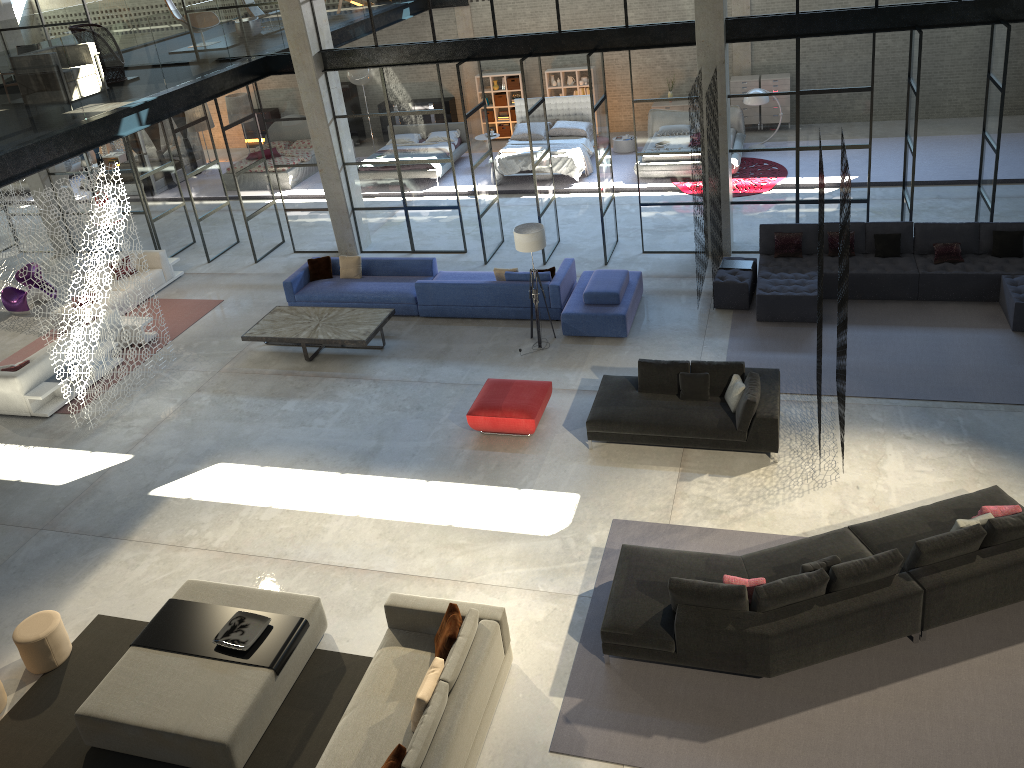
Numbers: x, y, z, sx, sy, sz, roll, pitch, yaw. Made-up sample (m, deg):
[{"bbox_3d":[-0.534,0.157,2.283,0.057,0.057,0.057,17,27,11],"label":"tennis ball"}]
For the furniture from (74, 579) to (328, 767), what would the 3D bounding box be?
[{"bbox_3d":[-2.577,2.423,7.478,1.448,0.379,1.623,2,30,17],"label":"furniture"}]

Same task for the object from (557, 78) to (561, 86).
[{"bbox_3d":[1.186,-7.655,22.232,0.102,0.193,0.103,17,35,43],"label":"object"}]

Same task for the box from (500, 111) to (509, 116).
[{"bbox_3d":[-0.199,-7.107,23.045,0.213,0.103,0.139,2,29,18],"label":"box"}]

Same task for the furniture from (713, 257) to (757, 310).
[{"bbox_3d":[3.342,-1.520,13.105,0.510,0.432,1.011,4,30,22],"label":"furniture"}]

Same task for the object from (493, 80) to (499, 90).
[{"bbox_3d":[-0.417,-7.709,22.660,0.154,0.235,0.163,-3,26,10],"label":"object"}]

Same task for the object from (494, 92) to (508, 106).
[{"bbox_3d":[-0.250,-7.421,22.848,0.324,0.282,0.342,2,28,18],"label":"object"}]

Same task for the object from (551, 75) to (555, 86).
[{"bbox_3d":[1.040,-7.718,22.314,0.096,0.249,0.098,-16,25,-18],"label":"object"}]

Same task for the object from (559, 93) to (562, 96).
[{"bbox_3d":[1.263,-7.290,22.352,0.100,0.192,0.103,9,30,33],"label":"object"}]

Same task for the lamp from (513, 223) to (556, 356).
[{"bbox_3d":[0.304,-1.308,12.176,0.429,1.654,0.705,-1,25,16],"label":"lamp"}]

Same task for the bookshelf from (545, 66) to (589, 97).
[{"bbox_3d":[1.565,-7.163,22.371,1.240,1.667,0.348,1,25,18],"label":"bookshelf"}]

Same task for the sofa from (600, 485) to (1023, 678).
[{"bbox_3d":[2.716,1.655,7.443,4.068,0.536,1.552,-8,28,-2],"label":"sofa"}]

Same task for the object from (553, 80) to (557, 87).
[{"bbox_3d":[1.079,-7.606,22.213,0.110,0.148,0.115,7,29,28],"label":"object"}]

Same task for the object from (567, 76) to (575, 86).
[{"bbox_3d":[1.486,-7.647,22.101,0.168,0.238,0.172,-19,28,-22],"label":"object"}]

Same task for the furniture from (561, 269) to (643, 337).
[{"bbox_3d":[1.352,-1.301,13.013,0.949,0.527,1.623,2,30,17],"label":"furniture"}]

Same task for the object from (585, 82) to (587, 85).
[{"bbox_3d":[1.852,-7.523,21.972,0.066,0.060,0.068,-18,28,-20],"label":"object"}]

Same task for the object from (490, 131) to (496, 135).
[{"bbox_3d":[-0.466,-5.914,20.674,0.170,0.085,0.176,-16,29,-16],"label":"object"}]

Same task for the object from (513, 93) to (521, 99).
[{"bbox_3d":[0.145,-7.461,22.722,0.260,0.127,0.061,2,26,18],"label":"object"}]

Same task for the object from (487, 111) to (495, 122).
[{"bbox_3d":[-0.582,-7.082,23.128,0.324,0.282,0.342,2,28,18],"label":"object"}]

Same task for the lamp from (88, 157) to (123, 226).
[{"bbox_3d":[-6.652,-3.143,14.146,0.442,1.044,0.461,5,27,26],"label":"lamp"}]

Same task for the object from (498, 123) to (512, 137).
[{"bbox_3d":[-0.158,-6.709,23.162,0.324,0.282,0.342,2,28,18],"label":"object"}]

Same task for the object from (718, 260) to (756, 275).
[{"bbox_3d":[3.371,-1.751,13.155,0.519,0.095,0.316,5,31,22],"label":"object"}]

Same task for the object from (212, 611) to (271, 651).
[{"bbox_3d":[-2.304,2.116,7.502,0.386,0.034,0.407,4,31,20],"label":"object"}]

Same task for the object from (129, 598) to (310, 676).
[{"bbox_3d":[-2.537,2.169,7.599,1.473,0.083,0.565,3,30,18],"label":"object"}]

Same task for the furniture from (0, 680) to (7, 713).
[{"bbox_3d":[-4.599,2.662,7.522,0.404,0.380,0.420,9,31,30],"label":"furniture"}]

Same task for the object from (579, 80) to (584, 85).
[{"bbox_3d":[1.743,-7.550,21.997,0.116,0.107,0.122,3,28,20],"label":"object"}]

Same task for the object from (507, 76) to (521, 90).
[{"bbox_3d":[0.080,-7.750,22.574,0.324,0.282,0.342,2,28,18],"label":"object"}]

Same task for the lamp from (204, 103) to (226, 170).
[{"bbox_3d":[-8.004,-6.438,22.980,0.818,1.825,0.706,-20,27,-26],"label":"lamp"}]

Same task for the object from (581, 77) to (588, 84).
[{"bbox_3d":[1.823,-7.644,22.092,0.175,0.161,0.183,-13,27,-11],"label":"object"}]

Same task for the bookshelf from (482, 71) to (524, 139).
[{"bbox_3d":[-0.229,-7.245,22.943,1.240,1.667,0.348,1,25,18],"label":"bookshelf"}]

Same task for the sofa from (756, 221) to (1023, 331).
[{"bbox_3d":[5.575,-1.568,12.260,4.151,0.827,1.927,3,30,18],"label":"sofa"}]

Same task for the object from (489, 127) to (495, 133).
[{"bbox_3d":[-0.519,-6.691,23.269,0.142,0.223,0.143,-23,29,-30],"label":"object"}]

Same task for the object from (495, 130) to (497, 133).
[{"bbox_3d":[-0.394,-6.701,23.375,0.121,0.111,0.120,-28,33,-34],"label":"object"}]

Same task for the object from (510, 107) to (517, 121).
[{"bbox_3d":[0.169,-7.049,22.884,0.324,0.282,0.342,2,28,18],"label":"object"}]

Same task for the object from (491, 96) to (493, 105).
[{"bbox_3d":[-0.513,-7.418,22.977,0.083,0.217,0.083,-26,30,-35],"label":"object"}]

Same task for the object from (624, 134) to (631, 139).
[{"bbox_3d":[2.695,-5.779,20.493,0.169,0.085,0.176,9,32,29],"label":"object"}]

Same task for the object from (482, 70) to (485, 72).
[{"bbox_3d":[-0.788,-8.158,22.850,0.233,0.143,0.056,1,26,16],"label":"object"}]

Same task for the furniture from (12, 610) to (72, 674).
[{"bbox_3d":[-4.280,2.350,8.007,0.399,0.380,0.424,-3,27,9],"label":"furniture"}]

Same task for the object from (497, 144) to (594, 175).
[{"bbox_3d":[0.640,-4.954,19.459,2.284,0.626,0.687,4,29,21],"label":"object"}]

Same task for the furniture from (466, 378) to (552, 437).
[{"bbox_3d":[-0.008,0.277,10.741,0.855,0.358,0.902,2,30,17],"label":"furniture"}]

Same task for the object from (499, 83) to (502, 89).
[{"bbox_3d":[-0.313,-7.736,22.798,0.186,0.125,0.193,-15,28,-15],"label":"object"}]
